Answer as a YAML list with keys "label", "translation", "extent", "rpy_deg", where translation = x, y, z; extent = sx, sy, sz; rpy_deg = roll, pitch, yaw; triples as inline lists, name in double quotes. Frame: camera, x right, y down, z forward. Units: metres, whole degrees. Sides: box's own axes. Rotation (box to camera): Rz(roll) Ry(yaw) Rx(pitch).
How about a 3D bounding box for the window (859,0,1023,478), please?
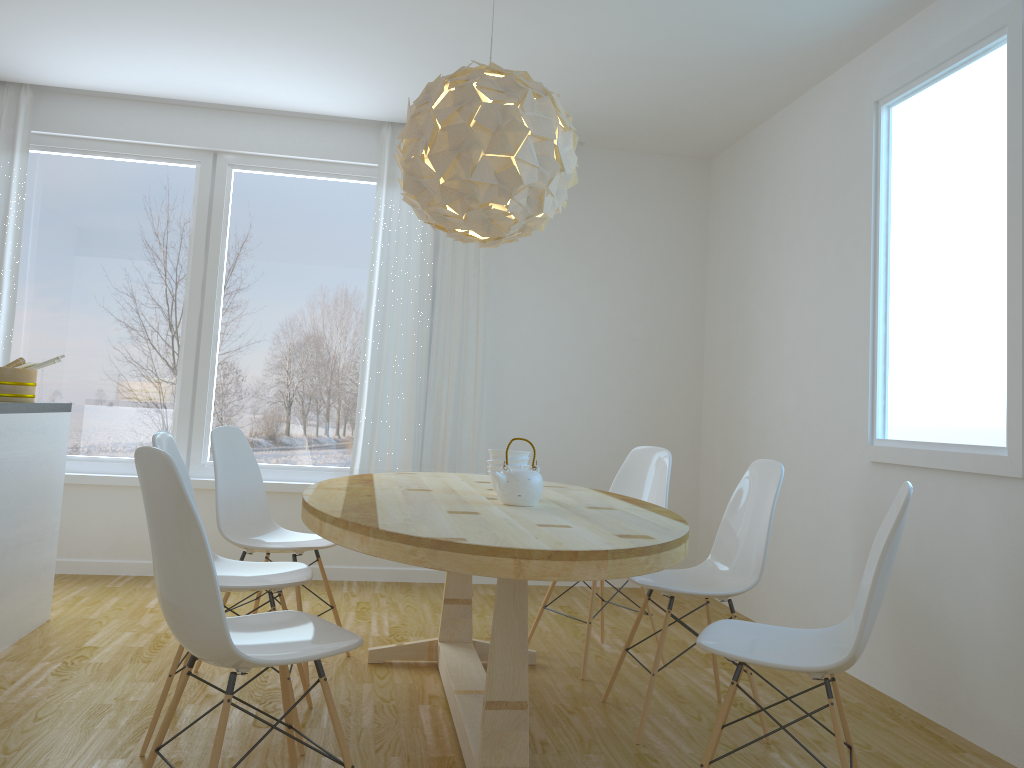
- label: "window"
  translation: [0.457, -0.325, 2.617]
  extent: [2.547, 2.065, 1.872]
  rpy_deg: [4, -4, -9]

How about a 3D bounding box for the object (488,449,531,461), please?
- label: "object"
  translation: [-0.012, 0.273, 3.105]
  extent: [0.152, 0.087, 0.151]
  rpy_deg: [2, -3, 19]

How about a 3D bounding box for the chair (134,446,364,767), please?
- label: "chair"
  translation: [-0.601, 0.601, 2.022]
  extent: [0.521, 0.906, 0.429]
  rpy_deg: [7, -6, -39]

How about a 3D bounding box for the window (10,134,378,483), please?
- label: "window"
  translation: [-1.822, -0.422, 5.209]
  extent: [2.724, 1.929, 0.088]
  rpy_deg: [4, -5, -9]

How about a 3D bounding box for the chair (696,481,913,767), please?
- label: "chair"
  translation: [0.710, 0.680, 2.222]
  extent: [0.523, 0.907, 0.427]
  rpy_deg: [1, -5, 21]

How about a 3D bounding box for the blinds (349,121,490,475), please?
- label: "blinds"
  translation: [-0.484, -0.531, 5.242]
  extent: [0.794, 2.172, 0.149]
  rpy_deg: [4, -5, -9]

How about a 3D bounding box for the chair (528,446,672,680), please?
- label: "chair"
  translation: [0.395, 0.713, 3.788]
  extent: [0.521, 0.906, 0.429]
  rpy_deg: [6, -6, -34]

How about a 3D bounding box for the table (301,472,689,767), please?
- label: "table"
  translation: [-0.111, 0.745, 2.952]
  extent: [1.192, 0.729, 2.182]
  rpy_deg: [4, -2, -11]

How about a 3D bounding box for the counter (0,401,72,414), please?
- label: "counter"
  translation: [-2.086, 0.061, 2.765]
  extent: [0.600, 0.040, 2.392]
  rpy_deg: [3, -2, -9]

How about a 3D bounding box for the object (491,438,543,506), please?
- label: "object"
  translation: [0.012, 0.276, 2.812]
  extent: [0.177, 0.213, 0.146]
  rpy_deg: [4, -4, -10]

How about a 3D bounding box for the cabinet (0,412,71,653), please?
- label: "cabinet"
  translation: [-2.112, 0.536, 2.720]
  extent: [0.600, 0.914, 2.392]
  rpy_deg: [4, -2, -9]

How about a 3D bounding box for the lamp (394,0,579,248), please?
- label: "lamp"
  translation: [-0.073, -1.033, 3.122]
  extent: [0.646, 1.141, 0.636]
  rpy_deg: [4, -5, -10]

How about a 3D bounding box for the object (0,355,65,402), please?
- label: "object"
  translation: [-2.200, -0.039, 3.743]
  extent: [0.378, 0.215, 0.427]
  rpy_deg: [2, -3, 19]

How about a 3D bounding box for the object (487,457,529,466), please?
- label: "object"
  translation: [-0.016, 0.301, 3.101]
  extent: [0.151, 0.096, 0.151]
  rpy_deg: [3, -3, 7]

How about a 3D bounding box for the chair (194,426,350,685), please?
- label: "chair"
  translation: [-0.924, 0.631, 3.476]
  extent: [0.523, 0.907, 0.427]
  rpy_deg: [2, -5, 11]

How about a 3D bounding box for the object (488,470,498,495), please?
- label: "object"
  translation: [-0.012, 0.349, 3.095]
  extent: [0.152, 0.083, 0.151]
  rpy_deg: [2, -3, 30]

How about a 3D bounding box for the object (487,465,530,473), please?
- label: "object"
  translation: [-0.014, 0.325, 3.099]
  extent: [0.151, 0.093, 0.151]
  rpy_deg: [1, -3, 30]

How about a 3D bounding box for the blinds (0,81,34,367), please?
- label: "blinds"
  translation: [-3.109, -0.689, 4.823]
  extent: [0.794, 2.172, 0.149]
  rpy_deg: [4, -5, -9]

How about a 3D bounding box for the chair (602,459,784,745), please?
- label: "chair"
  translation: [0.638, 0.703, 3.067]
  extent: [0.523, 0.907, 0.428]
  rpy_deg: [4, -5, -9]
